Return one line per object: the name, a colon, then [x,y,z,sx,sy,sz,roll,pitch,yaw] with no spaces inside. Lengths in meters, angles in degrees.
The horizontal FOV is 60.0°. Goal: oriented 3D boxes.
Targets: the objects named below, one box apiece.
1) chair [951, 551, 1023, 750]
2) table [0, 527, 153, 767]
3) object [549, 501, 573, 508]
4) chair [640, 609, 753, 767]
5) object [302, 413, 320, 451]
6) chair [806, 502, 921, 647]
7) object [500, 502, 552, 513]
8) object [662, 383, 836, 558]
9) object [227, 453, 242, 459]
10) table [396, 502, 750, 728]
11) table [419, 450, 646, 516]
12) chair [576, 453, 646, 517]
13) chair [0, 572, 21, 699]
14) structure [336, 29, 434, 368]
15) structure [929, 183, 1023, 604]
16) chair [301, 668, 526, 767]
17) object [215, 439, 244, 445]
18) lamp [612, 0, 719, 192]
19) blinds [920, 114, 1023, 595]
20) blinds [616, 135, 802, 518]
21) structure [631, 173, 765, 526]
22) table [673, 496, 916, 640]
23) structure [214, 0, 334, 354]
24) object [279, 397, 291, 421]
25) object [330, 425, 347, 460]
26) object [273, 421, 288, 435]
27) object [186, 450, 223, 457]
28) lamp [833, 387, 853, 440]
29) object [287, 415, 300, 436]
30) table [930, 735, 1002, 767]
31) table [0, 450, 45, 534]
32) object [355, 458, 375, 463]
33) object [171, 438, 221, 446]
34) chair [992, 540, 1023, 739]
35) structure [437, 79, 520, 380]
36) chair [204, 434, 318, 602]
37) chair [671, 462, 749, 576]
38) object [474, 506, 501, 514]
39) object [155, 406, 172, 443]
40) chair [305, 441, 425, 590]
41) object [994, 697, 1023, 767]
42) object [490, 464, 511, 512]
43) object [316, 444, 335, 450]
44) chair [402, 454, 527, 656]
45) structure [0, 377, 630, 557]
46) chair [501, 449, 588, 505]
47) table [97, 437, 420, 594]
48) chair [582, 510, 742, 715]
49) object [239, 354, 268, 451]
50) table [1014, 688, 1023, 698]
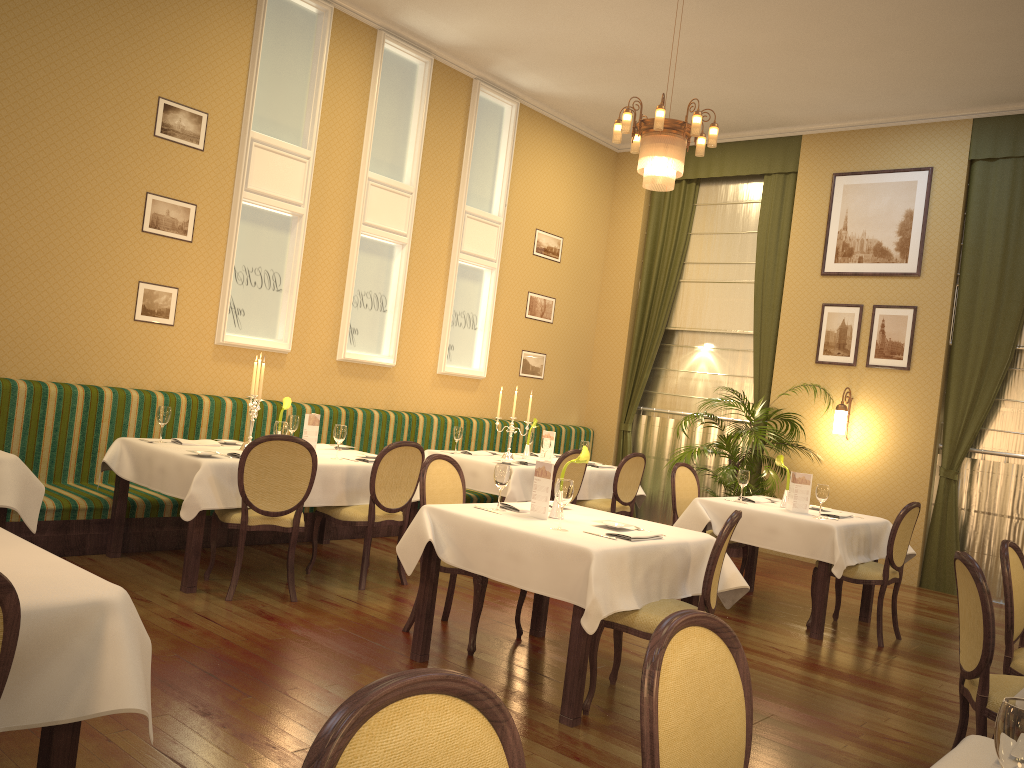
chair: [1.939,1.153,3.351,0.571,0.955,0.530,7,0,16]
table: [-1.680,0.791,2.047,1.389,0.759,1.395,7,-1,42]
object: [0.223,0.656,4.790,0.160,0.024,0.160,7,-1,40]
chair: [0.505,0.963,1.642,0.571,0.955,0.530,7,-1,41]
object: [-1.363,0.342,6.047,0.081,0.277,0.166,7,0,2]
chair: [2.404,1.229,6.027,0.571,0.955,0.530,7,-1,41]
object: [0.073,0.634,4.565,0.142,0.033,0.273,7,-1,40]
object: [2.333,0.817,8.784,1.496,1.807,1.552,7,0,21]
object: [-1.572,0.435,5.387,0.142,0.033,0.273,7,-1,40]
table: [0.278,1.050,4.359,1.389,0.759,1.395,7,-1,42]
table: [0.192,1.064,7.983,1.385,0.759,2.152,7,-1,41]
chair: [0.828,1.046,7.862,0.571,0.955,0.530,7,-1,41]
chair: [-1.291,0.741,1.663,0.571,0.955,0.530,7,-1,41]
structure: [-1.185,-1.666,8.189,0.200,2.985,0.661,7,-1,40]
structure: [4.852,-0.250,7.808,1.900,4.511,0.134,7,-1,40]
chair: [0.007,0.898,1.054,0.571,0.955,0.530,7,-1,41]
object: [-1.918,0.399,6.036,0.160,0.024,0.160,7,-1,40]
lamp: [1.003,-2.091,5.422,0.593,1.796,0.593,7,0,38]
blinds: [4.783,-0.272,7.713,1.878,4.537,0.129,7,-1,40]
blinds: [2.140,-0.584,9.999,1.934,4.537,0.225,7,-1,40]
structure: [2.211,-0.562,10.086,1.942,4.511,0.123,7,-1,40]
table: [2.016,1.279,6.411,1.389,0.759,1.395,7,-1,42]
structure: [-1.956,-1.768,7.279,0.200,2.985,0.687,7,-1,40]
object: [-1.542,0.268,5.931,0.076,0.375,0.163,7,0,-28]
object: [-1.155,0.389,5.915,0.088,0.229,0.088,7,0,-2]
object: [-1.455,0.349,5.546,0.088,0.229,0.088,7,0,-2]
object: [-1.783,0.410,5.147,0.160,0.024,0.160,7,-1,40]
lamp: [3.240,0.284,8.681,0.114,0.513,0.323,7,0,30]
object: [-1.579,0.339,6.364,0.088,0.229,0.088,7,0,-7]
table: [0.798,1.091,0.895,1.385,0.759,2.152,7,-1,41]
table: [-3.287,0.604,3.874,1.385,0.759,2.152,7,-1,41]
object: [-0.923,0.524,6.075,0.142,0.024,0.273,7,-1,40]
object: [-2.047,0.379,5.751,0.142,0.033,0.273,7,-1,40]
chair: [2.430,1.217,3.916,0.571,0.955,0.530,7,-1,41]
structure: [-0.368,-1.558,9.154,0.200,2.985,0.670,7,-1,40]
chair: [-1.454,0.745,5.208,0.530,0.955,0.571,7,0,-24]
chair: [1.499,1.122,6.873,0.571,0.955,0.530,7,-1,41]
object: [-0.117,0.617,4.347,0.185,0.010,0.017,7,-1,42]
object: [-2.214,0.256,5.622,0.088,0.229,0.088,7,0,-2]
chair: [-0.933,0.813,5.830,0.571,0.955,0.530,7,-1,41]
object: [0.765,0.596,1.329,0.088,0.229,0.088,7,0,-2]
object: [-0.056,0.515,4.417,0.088,0.229,0.088,7,0,-7]
object: [-1.451,0.458,6.512,0.142,0.033,0.273,7,-1,40]
chair: [-0.234,0.893,4.829,0.571,0.955,0.530,7,0,31]
structure: [-3.566,0.447,5.071,0.850,1.031,14.516,7,-1,40]
chair: [0.261,0.971,7.243,0.571,0.955,0.530,7,-1,41]
table: [-1.546,0.834,5.930,1.385,0.759,2.152,7,-1,41]
chair: [0.688,1.002,3.997,0.571,0.955,0.530,7,0,21]
object: [-1.677,0.113,5.778,0.131,0.655,0.390,7,0,-35]
table: [2.723,1.345,3.169,1.385,0.759,2.152,7,-1,41]
